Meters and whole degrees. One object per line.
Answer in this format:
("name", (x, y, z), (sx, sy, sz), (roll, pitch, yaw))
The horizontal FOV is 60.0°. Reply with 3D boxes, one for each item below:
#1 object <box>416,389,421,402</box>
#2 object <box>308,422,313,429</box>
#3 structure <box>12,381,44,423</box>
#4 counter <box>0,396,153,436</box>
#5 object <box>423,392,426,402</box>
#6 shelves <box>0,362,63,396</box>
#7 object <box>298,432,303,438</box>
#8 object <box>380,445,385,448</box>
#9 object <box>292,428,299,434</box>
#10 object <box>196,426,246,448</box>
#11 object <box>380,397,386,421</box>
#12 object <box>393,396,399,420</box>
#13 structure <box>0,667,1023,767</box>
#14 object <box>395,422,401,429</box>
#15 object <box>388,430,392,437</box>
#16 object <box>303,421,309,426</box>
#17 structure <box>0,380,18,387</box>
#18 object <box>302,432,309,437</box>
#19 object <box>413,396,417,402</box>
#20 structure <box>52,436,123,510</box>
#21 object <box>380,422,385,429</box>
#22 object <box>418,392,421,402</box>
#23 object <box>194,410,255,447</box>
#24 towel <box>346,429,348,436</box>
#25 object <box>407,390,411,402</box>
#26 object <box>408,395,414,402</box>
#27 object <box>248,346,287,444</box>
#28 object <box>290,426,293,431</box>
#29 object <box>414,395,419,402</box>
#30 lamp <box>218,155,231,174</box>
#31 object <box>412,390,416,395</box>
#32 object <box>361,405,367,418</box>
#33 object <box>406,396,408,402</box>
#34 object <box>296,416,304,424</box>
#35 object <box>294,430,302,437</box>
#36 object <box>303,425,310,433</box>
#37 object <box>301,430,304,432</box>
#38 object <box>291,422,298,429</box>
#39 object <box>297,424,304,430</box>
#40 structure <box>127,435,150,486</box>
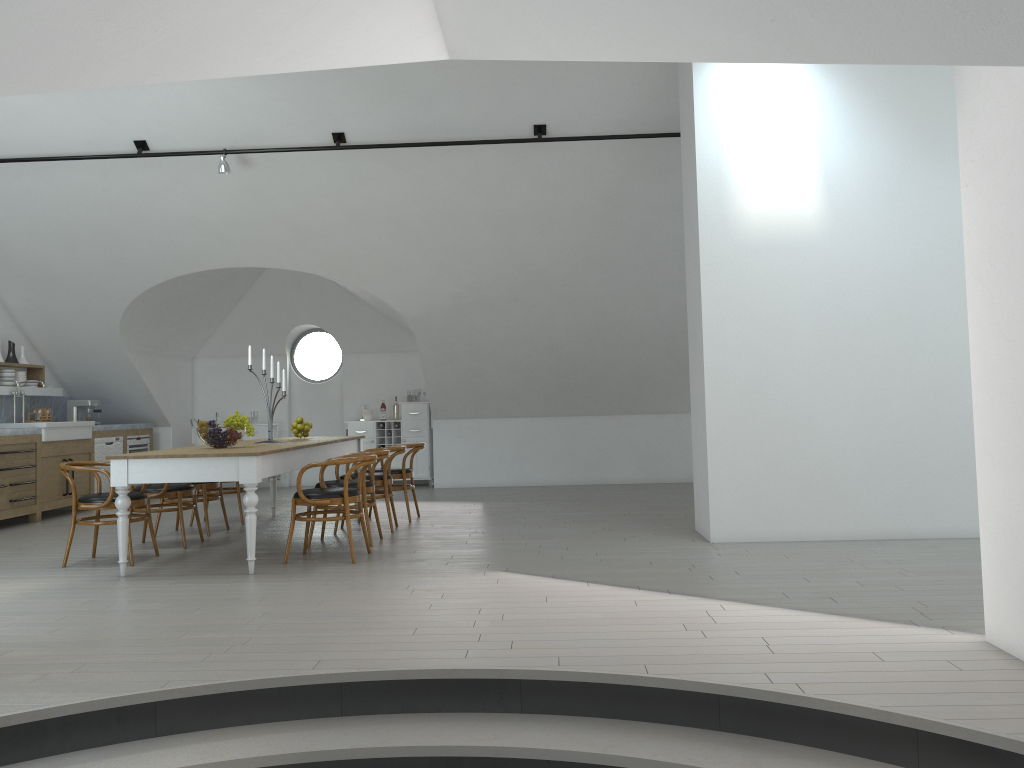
("object", (-1.311, 0.166, 12.452), (0.063, 0.187, 0.063), (-1, -3, -11))
("object", (-1.954, 0.403, 8.553), (0.063, 0.063, 0.062), (0, -3, -35))
("structure", (-5.451, 0.236, 10.020), (0.332, 0.530, 0.213), (-1, -3, -17))
("counter", (-5.396, 0.207, 8.686), (0.961, 0.620, 6.567), (-2, -2, 2))
("object", (-1.213, 0.180, 12.327), (0.046, 0.143, 0.046), (-2, -3, 14))
("shelves", (-5.661, -0.602, 8.233), (0.480, 1.363, 5.542), (-1, -2, -3))
("object", (-2.020, 0.488, 8.461), (0.050, 0.050, 0.051), (-2, -2, 6))
("object", (-1.739, 0.881, 12.280), (0.156, 0.085, 0.330), (-2, -2, 3))
("object", (-2.064, 0.449, 8.446), (0.059, 0.056, 0.059), (-1, -2, -3))
("object", (-2.184, 0.404, 6.667), (0.360, 0.160, 0.359), (-1, -2, -17))
("object", (-1.791, 0.345, 12.341), (0.081, 0.330, 0.081), (-1, -3, -2))
("object", (-1.611, 0.339, 12.327), (0.085, 0.331, 0.085), (1, -4, -38))
("structure", (-0.374, 1.440, 1.316), (4.708, 0.694, 4.704), (0, -2, -43))
("object", (-1.570, 0.575, 12.277), (0.087, 0.085, 0.359), (-2, -2, 2))
("object", (-1.673, 0.685, 12.291), (0.085, 0.085, 0.330), (-2, -2, 2))
("object", (-1.979, 0.386, 8.503), (0.058, 0.057, 0.053), (-2, -3, 17))
("structure", (-5.472, 0.224, 9.533), (0.332, 0.530, 0.213), (-1, -3, -17))
("object", (-1.983, 0.481, 8.521), (0.063, 0.063, 0.064), (-2, -2, 14))
("object", (-1.360, 0.214, 12.303), (0.077, 0.085, 0.077), (-2, -3, 10))
("structure", (-5.107, 1.057, 10.609), (0.598, 0.824, 0.723), (-2, -2, 2))
("object", (-1.777, 0.577, 12.295), (0.092, 0.094, 0.358), (-2, -2, 3))
("object", (-1.280, 0.181, 12.297), (0.046, 0.143, 0.046), (-2, -3, 14))
("object", (-2.161, 0.340, 6.656), (0.393, 0.285, 0.292), (0, -3, -33))
("towel", (-2.295, 0.719, 12.417), (0.049, 0.204, 0.150), (-2, -3, 3))
("object", (-1.427, 0.174, 12.301), (0.048, 0.169, 0.048), (-4, -4, 35))
("object", (-1.394, 0.203, 12.224), (0.081, 0.105, 0.082), (-4, -3, 41))
("object", (-2.102, 0.070, 7.658), (0.265, 0.876, 0.774), (0, -3, -24))
("object", (-2.098, 0.426, 8.524), (0.062, 0.059, 0.062), (-2, -2, 7))
("object", (-1.329, 0.209, 12.380), (0.071, 0.099, 0.071), (-2, -3, 11))
("lamp", (-2.679, -2.046, 8.258), (0.112, 0.175, 0.114), (0, -3, -35))
("object", (-1.373, 0.171, 12.437), (0.054, 0.179, 0.054), (-1, -3, -3))
("object", (-2.098, 0.398, 12.550), (0.115, 0.209, 0.065), (-2, -3, 5))
("object", (-1.420, 0.214, 12.374), (0.093, 0.093, 0.094), (-3, -3, 35))
("object", (-2.034, 0.348, 8.500), (0.072, 0.074, 0.072), (-2, -2, 2))
("object", (-2.057, 0.476, 8.518), (0.080, 0.074, 0.078), (1, -3, -43))
("object", (-1.963, 0.430, 8.471), (0.071, 0.072, 0.070), (0, -3, -33))
("object", (-2.009, 0.428, 8.569), (0.076, 0.076, 0.077), (0, -3, -31))
("object", (-2.075, 0.395, 8.472), (0.066, 0.071, 0.072), (0, -3, -28))
("object", (-2.012, 0.410, 8.433), (0.071, 0.064, 0.072), (-1, -2, -4))
("structure", (-5.073, 0.981, 11.368), (0.631, 0.637, 0.631), (-2, -2, 2))
